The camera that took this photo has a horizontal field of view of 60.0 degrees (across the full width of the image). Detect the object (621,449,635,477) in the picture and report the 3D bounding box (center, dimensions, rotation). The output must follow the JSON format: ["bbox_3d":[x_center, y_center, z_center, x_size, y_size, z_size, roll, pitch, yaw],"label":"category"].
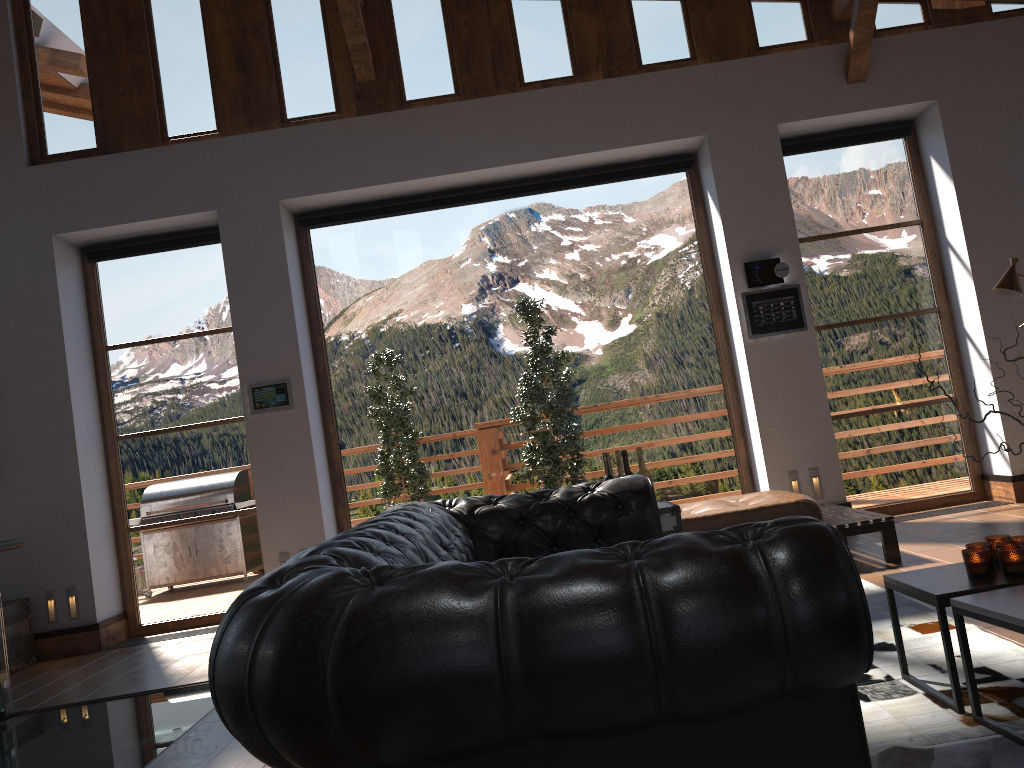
[{"bbox_3d":[0.551,0.453,4.204,0.088,0.286,0.086,-7,-5,-22],"label":"object"}]

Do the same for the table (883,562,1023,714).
[{"bbox_3d":[1.611,0.762,2.823,0.650,0.350,0.400,-9,-4,-1],"label":"table"}]

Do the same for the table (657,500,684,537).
[{"bbox_3d":[0.615,0.893,4.202,0.417,0.610,0.405,-9,-4,0],"label":"table"}]

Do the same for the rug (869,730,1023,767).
[{"bbox_3d":[1.675,0.798,1.218,4.044,0.053,2.430,-9,-4,0],"label":"rug"}]

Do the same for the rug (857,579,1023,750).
[{"bbox_3d":[0.644,1.178,4.316,2.431,0.053,3.806,-9,-4,1],"label":"rug"}]

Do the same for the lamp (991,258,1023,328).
[{"bbox_3d":[3.855,-0.173,5.631,1.311,1.900,0.531,-11,-5,20],"label":"lamp"}]

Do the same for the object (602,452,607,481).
[{"bbox_3d":[0.471,0.470,4.256,0.086,0.286,0.088,-13,-6,39],"label":"object"}]

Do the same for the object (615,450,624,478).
[{"bbox_3d":[0.538,0.464,4.322,0.087,0.286,0.088,-10,-5,12],"label":"object"}]

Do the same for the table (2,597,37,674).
[{"bbox_3d":[-4.035,1.828,5.993,1.255,0.470,0.683,-9,-4,-1],"label":"table"}]

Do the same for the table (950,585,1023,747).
[{"bbox_3d":[1.628,0.729,2.387,0.652,0.350,0.399,-9,-4,-6],"label":"table"}]

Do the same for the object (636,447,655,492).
[{"bbox_3d":[0.633,0.444,4.260,0.087,0.286,0.088,-10,-5,10],"label":"object"}]

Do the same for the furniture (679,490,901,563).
[{"bbox_3d":[0.836,1.044,5.626,2.760,0.437,1.174,-9,-4,-1],"label":"furniture"}]

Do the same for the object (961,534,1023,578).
[{"bbox_3d":[1.596,0.547,2.840,0.243,0.081,0.306,-12,-5,38],"label":"object"}]

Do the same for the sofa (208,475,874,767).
[{"bbox_3d":[0.058,0.758,2.676,1.240,0.839,2.563,-9,-4,0],"label":"sofa"}]

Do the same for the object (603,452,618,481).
[{"bbox_3d":[0.466,0.463,4.153,0.088,0.286,0.087,-7,-5,-23],"label":"object"}]

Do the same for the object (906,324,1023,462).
[{"bbox_3d":[1.514,0.165,2.472,0.617,0.808,0.408,-10,-4,11],"label":"object"}]

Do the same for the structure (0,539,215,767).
[{"bbox_3d":[-6.634,2.073,5.831,11.030,6.403,9.201,-9,-4,0],"label":"structure"}]
